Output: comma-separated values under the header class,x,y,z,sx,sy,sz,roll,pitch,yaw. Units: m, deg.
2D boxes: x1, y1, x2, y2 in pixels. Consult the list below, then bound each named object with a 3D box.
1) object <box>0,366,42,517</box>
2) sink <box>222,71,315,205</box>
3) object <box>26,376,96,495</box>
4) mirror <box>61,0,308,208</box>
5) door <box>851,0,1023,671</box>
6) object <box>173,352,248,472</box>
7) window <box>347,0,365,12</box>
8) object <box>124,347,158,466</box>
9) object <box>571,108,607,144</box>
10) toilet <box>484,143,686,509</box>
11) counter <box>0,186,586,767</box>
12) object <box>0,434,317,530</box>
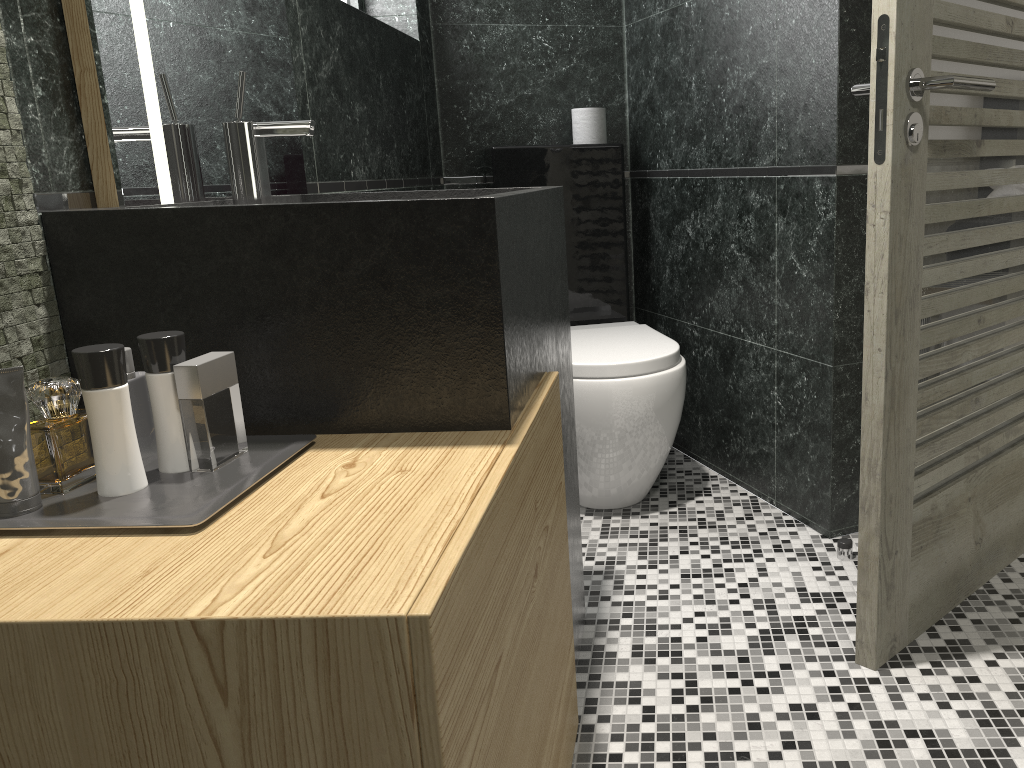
class,x,y,z,sx,sy,sz,roll,pitch,yaw
object,-0.559,0.063,0.963,0.044,0.163,0.047,-1,14,13
sink,-0.262,-0.349,1.555,0.536,0.408,0.731,-1,14,7
object,-0.540,0.057,1.052,0.055,0.133,0.086,0,14,13
mirror,-0.588,-1.107,1.440,0.041,1.576,0.688,-1,14,10
door,1.203,-0.644,1.765,1.080,2.515,1.454,-6,14,-9
object,-0.382,0.034,1.114,0.031,0.136,0.086,-1,14,13
window,-0.651,-1.585,2.415,0.038,1.069,1.077,-1,13,10
object,-0.490,0.031,1.115,0.031,0.153,0.085,-1,14,10
object,0.294,-0.977,3.319,0.121,0.130,0.136,4,15,28
toilet,0.259,-0.234,3.027,0.513,1.175,1.049,-6,14,-9
counter,-0.260,0.237,1.423,0.635,1.052,1.343,-1,14,9
object,-0.451,0.116,1.062,0.313,0.011,0.321,0,14,7
